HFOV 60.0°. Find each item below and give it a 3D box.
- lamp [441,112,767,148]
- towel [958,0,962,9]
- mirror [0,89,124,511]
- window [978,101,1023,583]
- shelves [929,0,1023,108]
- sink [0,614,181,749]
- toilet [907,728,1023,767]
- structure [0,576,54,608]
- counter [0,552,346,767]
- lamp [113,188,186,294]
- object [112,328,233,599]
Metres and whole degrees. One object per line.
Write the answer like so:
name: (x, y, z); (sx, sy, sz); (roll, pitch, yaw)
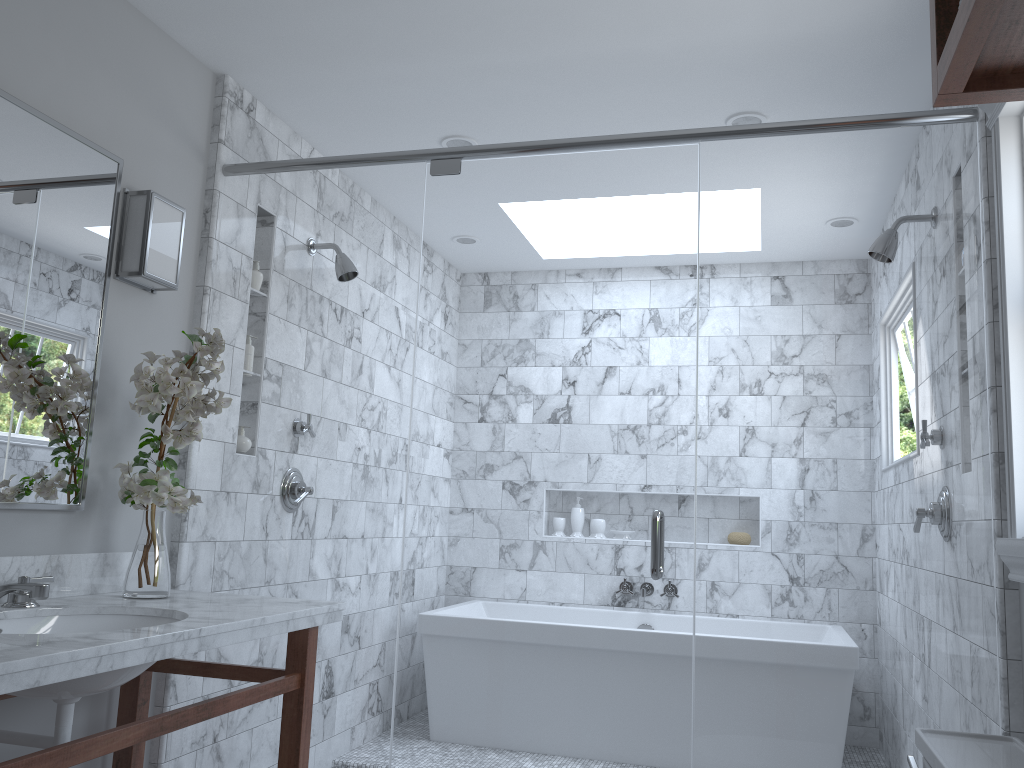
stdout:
lamp: (0.493, -0.855, 3.818); (1.976, 0.050, 1.289); (0, -9, 16)
towel: (0.673, -0.494, 1.005); (0.283, 0.112, 0.305); (0, -9, 16)
mirror: (-1.217, -0.201, 2.091); (0.030, 0.977, 0.694); (0, -9, 16)
window: (1.106, -0.235, 1.684); (0.149, 1.248, 1.040); (0, -9, 16)
shelves: (0.675, -0.710, 0.906); (0.357, 0.566, 0.647); (0, -9, 16)
sink: (-0.958, 0.651, 1.865); (0.517, 0.270, 0.494); (6, -9, -25)
toilet: (0.616, 1.049, 1.665); (0.722, 0.727, 0.490); (0, -9, 16)
structure: (-1.169, 0.467, 1.970); (0.256, 0.069, 0.295); (6, -9, -24)
counter: (-1.007, 0.858, 1.717); (0.638, 0.983, 1.657); (0, -9, 16)
lamp: (-1.047, -0.414, 2.580); (0.091, 0.266, 0.175); (0, -9, 16)
object: (-0.902, 0.215, 2.361); (0.225, 0.706, 0.374); (10, -12, -43)
